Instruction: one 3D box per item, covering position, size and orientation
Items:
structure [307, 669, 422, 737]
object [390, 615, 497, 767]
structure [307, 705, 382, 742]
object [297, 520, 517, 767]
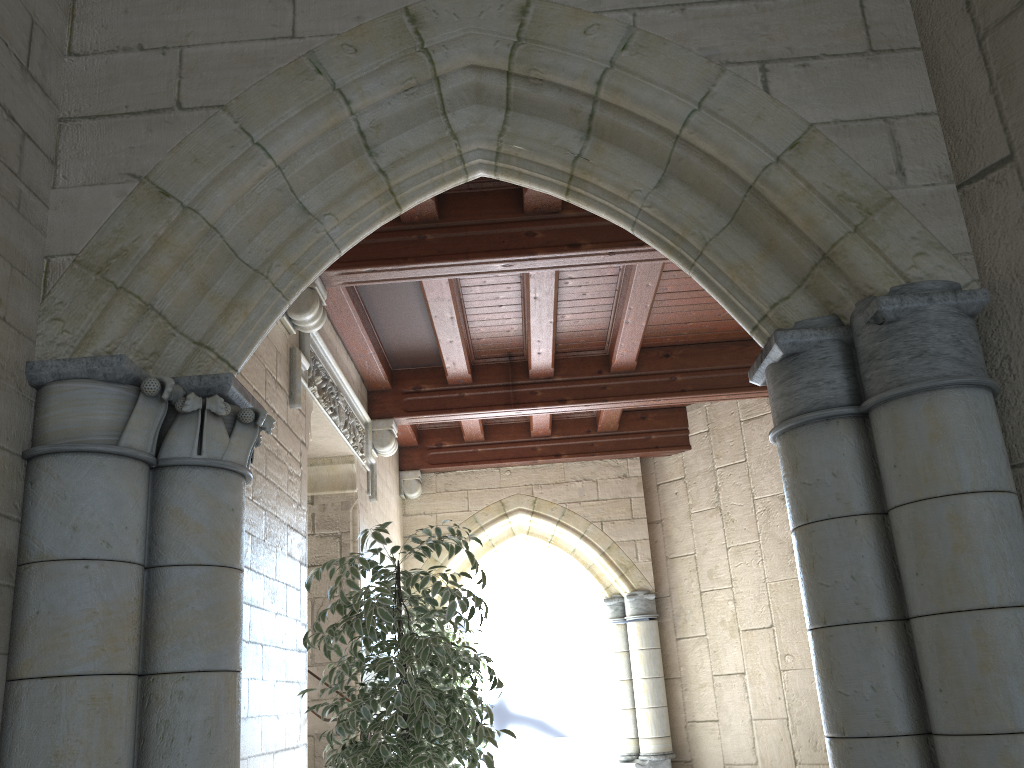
[{"bbox_3d":[-0.910,2.305,5.318,0.888,1.244,0.479,-4,-18,0],"label":"structure"},{"bbox_3d":[-0.495,2.466,6.373,0.787,1.596,0.761,-3,-18,-3],"label":"object"},{"bbox_3d":[-0.951,1.825,3.972,0.888,1.244,0.483,-4,-18,0],"label":"structure"},{"bbox_3d":[-0.391,1.310,3.173,0.791,1.596,0.757,-15,-21,30],"label":"object"}]
